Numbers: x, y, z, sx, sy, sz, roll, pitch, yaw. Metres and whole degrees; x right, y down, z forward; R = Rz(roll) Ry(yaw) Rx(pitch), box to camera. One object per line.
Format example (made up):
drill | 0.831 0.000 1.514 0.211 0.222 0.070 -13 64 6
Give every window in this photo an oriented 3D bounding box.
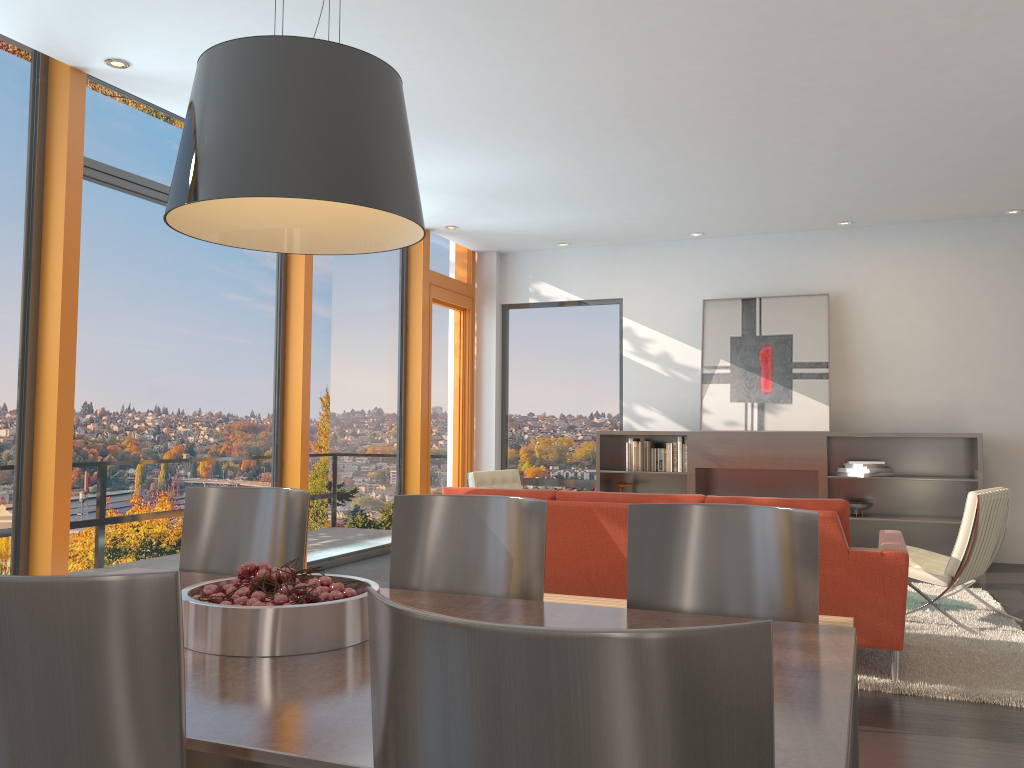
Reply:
window | -1.414 -0.112 7.874 0.070 3.348 1.843 -1 -4 22
window | -3.172 -0.354 3.516 0.070 3.348 2.922 -1 -4 22
window | 0.548 0.001 9.711 1.409 3.342 0.065 -1 -4 22
window | -2.192 -0.219 5.944 0.070 3.348 2.103 -1 -4 22
window | -0.725 -0.031 9.330 0.211 3.348 1.156 -1 -4 22

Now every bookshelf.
bookshelf | 2.503 1.033 8.346 3.387 1.163 0.570 -1 -4 22

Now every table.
table | -0.427 0.925 1.872 2.151 0.765 1.171 -1 -3 22

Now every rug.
rug | 1.155 1.466 5.784 3.772 0.043 2.982 -1 -3 22

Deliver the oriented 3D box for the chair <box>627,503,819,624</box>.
chair | 0.458 0.786 2.050 0.548 0.968 0.614 -1 -4 22

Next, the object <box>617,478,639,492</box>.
object | 1.114 1.080 8.856 0.245 0.291 0.201 -3 -4 42

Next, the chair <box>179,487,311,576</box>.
chair | -0.900 0.806 2.596 0.548 0.968 0.614 -1 -4 22

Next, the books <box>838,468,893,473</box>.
books | 3.185 0.777 8.002 0.398 0.038 0.314 3 -4 -38

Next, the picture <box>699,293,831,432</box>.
picture | 2.446 -0.202 8.609 1.208 1.339 0.269 -1 -4 22

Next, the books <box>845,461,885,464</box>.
books | 3.185 0.708 8.006 0.300 0.020 0.210 0 -3 12

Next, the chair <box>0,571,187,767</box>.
chair | -0.605 0.745 1.402 0.548 0.968 0.614 -1 -4 22

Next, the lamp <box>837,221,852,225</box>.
lamp | 3.153 -1.524 8.411 0.129 0.010 0.129 2 -3 -23

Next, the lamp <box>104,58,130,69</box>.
lamp | -2.156 -1.749 4.843 0.129 0.010 0.129 2 -3 -23

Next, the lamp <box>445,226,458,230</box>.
lamp | -0.598 -1.534 8.706 0.129 0.010 0.129 2 -3 -23

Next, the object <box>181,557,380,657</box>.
object | -0.507 0.468 1.950 0.427 0.154 0.426 2 -3 -24

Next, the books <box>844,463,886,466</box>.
books | 3.185 0.728 8.005 0.300 0.020 0.210 2 -3 -28

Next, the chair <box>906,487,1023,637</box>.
chair | 2.624 1.039 5.408 0.707 0.817 0.699 -3 -4 42

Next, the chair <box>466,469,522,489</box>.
chair | 0.078 1.111 7.104 0.707 0.817 0.699 -2 -4 32

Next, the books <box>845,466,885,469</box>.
books | 3.185 0.748 8.004 0.300 0.020 0.210 3 -4 -38

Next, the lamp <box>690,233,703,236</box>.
lamp | 1.856 -1.505 8.933 0.129 0.010 0.129 2 -3 -23

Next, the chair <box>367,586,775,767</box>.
chair | 0.105 0.734 1.117 0.548 0.968 0.614 -1 -4 22

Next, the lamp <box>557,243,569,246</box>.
lamp | 0.545 -1.487 9.460 0.129 0.010 0.129 2 -3 -23

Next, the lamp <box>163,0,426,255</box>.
lamp | -0.471 -1.133 2.034 0.567 1.581 0.567 3 -4 -39

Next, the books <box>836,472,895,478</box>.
books | 3.184 0.814 8.000 0.398 0.038 0.314 2 -3 -28

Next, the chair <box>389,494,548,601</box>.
chair | -0.190 0.795 2.311 0.548 0.968 0.614 -1 -4 22

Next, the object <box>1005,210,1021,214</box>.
object | 4.488 -1.540 7.942 0.129 0.010 0.129 2 -3 -23

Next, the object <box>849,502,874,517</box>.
object | 3.110 1.134 8.007 0.309 0.117 0.308 2 -4 -34

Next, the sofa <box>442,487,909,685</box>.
sofa | 0.718 0.990 4.809 2.597 0.853 1.037 -1 -3 22

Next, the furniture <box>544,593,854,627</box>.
furniture | 0.460 1.193 3.985 2.005 0.357 0.492 -1 -3 22

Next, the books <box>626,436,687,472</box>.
books | 1.450 0.681 8.689 0.592 0.340 0.324 -1 -4 22
